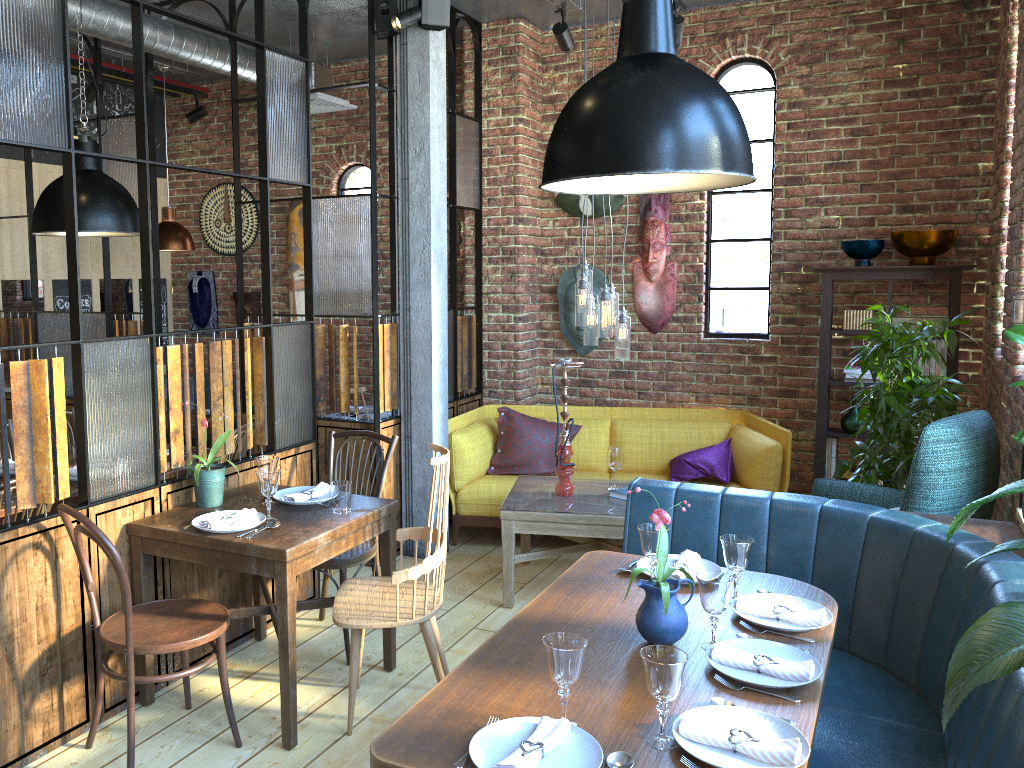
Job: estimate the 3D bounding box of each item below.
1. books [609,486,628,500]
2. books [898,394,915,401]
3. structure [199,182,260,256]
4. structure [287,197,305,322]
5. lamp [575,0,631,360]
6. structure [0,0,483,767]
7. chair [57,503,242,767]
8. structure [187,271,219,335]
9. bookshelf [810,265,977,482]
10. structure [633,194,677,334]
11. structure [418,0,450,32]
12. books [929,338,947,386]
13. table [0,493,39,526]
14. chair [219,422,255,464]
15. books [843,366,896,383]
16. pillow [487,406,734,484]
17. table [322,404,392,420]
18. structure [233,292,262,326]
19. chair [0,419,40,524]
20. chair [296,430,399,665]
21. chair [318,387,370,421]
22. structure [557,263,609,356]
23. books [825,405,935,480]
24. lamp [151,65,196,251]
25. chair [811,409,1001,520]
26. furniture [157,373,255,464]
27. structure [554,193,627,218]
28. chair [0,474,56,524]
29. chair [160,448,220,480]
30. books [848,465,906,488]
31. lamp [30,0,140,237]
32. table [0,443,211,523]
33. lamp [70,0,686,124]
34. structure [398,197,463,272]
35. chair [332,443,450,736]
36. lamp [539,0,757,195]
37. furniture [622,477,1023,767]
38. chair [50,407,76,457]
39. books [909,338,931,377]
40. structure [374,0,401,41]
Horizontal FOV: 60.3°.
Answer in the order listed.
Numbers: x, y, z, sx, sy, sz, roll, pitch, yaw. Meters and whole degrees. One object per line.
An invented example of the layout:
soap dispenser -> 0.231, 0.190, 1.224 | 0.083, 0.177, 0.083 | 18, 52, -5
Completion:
books -> 0.648, 0.566, 4.464 | 0.153, 0.028, 0.286 | -7, 9, -40
books -> 2.253, 0.160, 5.038 | 0.089, 0.272, 0.166 | 2, 7, 25
structure -> -2.412, -1.397, 7.481 | 0.687, 0.617, 0.076 | 3, 6, 25
structure -> -1.749, -0.955, 7.162 | 0.241, 1.117, 0.090 | 3, 6, 27
lamp -> 0.352, -1.189, 4.499 | 0.276, 2.114, 0.527 | -5, 7, -40
structure -> -3.542, -0.456, 3.854 | 6.138, 3.317, 5.765 | 1, 7, 9
chair -> -1.251, 0.823, 3.045 | 0.525, 0.918, 0.459 | -6, 8, -42
structure -> -2.724, -0.706, 7.697 | 0.337, 0.558, 0.110 | 3, 6, 27
bookshelf -> 2.149, 0.160, 5.083 | 0.848, 1.663, 0.305 | 3, 6, 27
structure -> 0.949, -0.898, 5.823 | 0.220, 1.143, 0.233 | -2, 6, -19
structure -> -0.426, -2.031, 4.710 | 0.160, 0.267, 0.191 | -3, 7, -24
books -> 2.389, -0.125, 4.943 | 0.083, 0.257, 0.171 | 2, 7, 24
table -> -2.501, 0.881, 3.478 | 0.756, 0.725, 0.994 | 3, 7, 25
chair -> -1.575, 0.652, 4.461 | 0.531, 0.913, 0.398 | 1, 6, 11
books -> 2.071, -0.052, 5.103 | 0.279, 0.080, 0.172 | 3, 8, 26
pillow -> 0.608, 0.374, 5.531 | 1.533, 0.452, 0.391 | 1, 6, 15
table -> -0.816, 0.563, 5.911 | 0.780, 0.725, 0.724 | 3, 7, 26
structure -> -2.234, -0.453, 7.454 | 0.270, 0.653, 0.154 | 3, 6, 26
chair -> -2.521, 0.660, 4.477 | 0.542, 0.913, 0.391 | 3, 6, 26
chair -> -0.778, 0.702, 3.984 | 0.418, 0.912, 0.506 | 2, 6, 20
chair -> -0.973, 0.496, 5.369 | 0.547, 1.003, 0.442 | 1, 6, 13
structure -> 0.484, -0.507, 6.042 | 0.382, 0.638, 0.100 | 3, 6, 28
books -> 2.148, 0.305, 5.104 | 0.609, 0.573, 0.184 | 3, 6, 25
lamp -> -2.552, -1.658, 6.515 | 0.379, 1.331, 0.358 | 2, 6, 18
chair -> 1.411, 0.622, 3.725 | 0.772, 1.094, 1.081 | -5, 8, -40
furniture -> -2.682, 0.400, 7.005 | 1.499, 0.820, 1.438 | 3, 7, 25
structure -> 0.526, -1.381, 5.938 | 0.552, 0.519, 0.142 | 3, 6, 27
chair -> -2.037, 0.783, 3.435 | 0.544, 0.913, 0.389 | 3, 7, 30
chair -> -1.582, 0.713, 3.969 | 0.576, 0.918, 0.418 | 5, 8, 42
books -> 2.125, 0.547, 5.112 | 0.315, 0.087, 0.235 | 3, 8, 28
lamp -> -2.072, -1.389, 4.252 | 0.554, 1.323, 0.505 | 4, 7, 38
table -> -2.058, 0.754, 4.469 | 0.756, 0.725, 0.994 | 3, 7, 25
lamp -> -3.056, -1.847, 3.782 | 6.509, 0.273, 6.970 | 3, 8, 25
structure -> -0.650, -1.114, 6.578 | 0.612, 0.725, 0.122 | 3, 6, 27
chair -> -0.440, 0.745, 3.302 | 0.450, 1.003, 0.539 | -1, 6, -3
lamp -> 0.333, -1.155, 2.145 | 0.555, 1.323, 0.505 | 5, 8, 43
furniture -> 0.610, 0.958, 2.186 | 1.418, 0.820, 2.520 | 3, 8, 25
chair -> -2.402, 0.611, 4.865 | 0.544, 0.913, 0.389 | 3, 7, 30
books -> 2.298, -0.131, 4.999 | 0.129, 0.257, 0.157 | 3, 7, 25
structure -> -0.705, -2.046, 4.856 | 0.184, 0.267, 0.166 | 0, 6, -1
